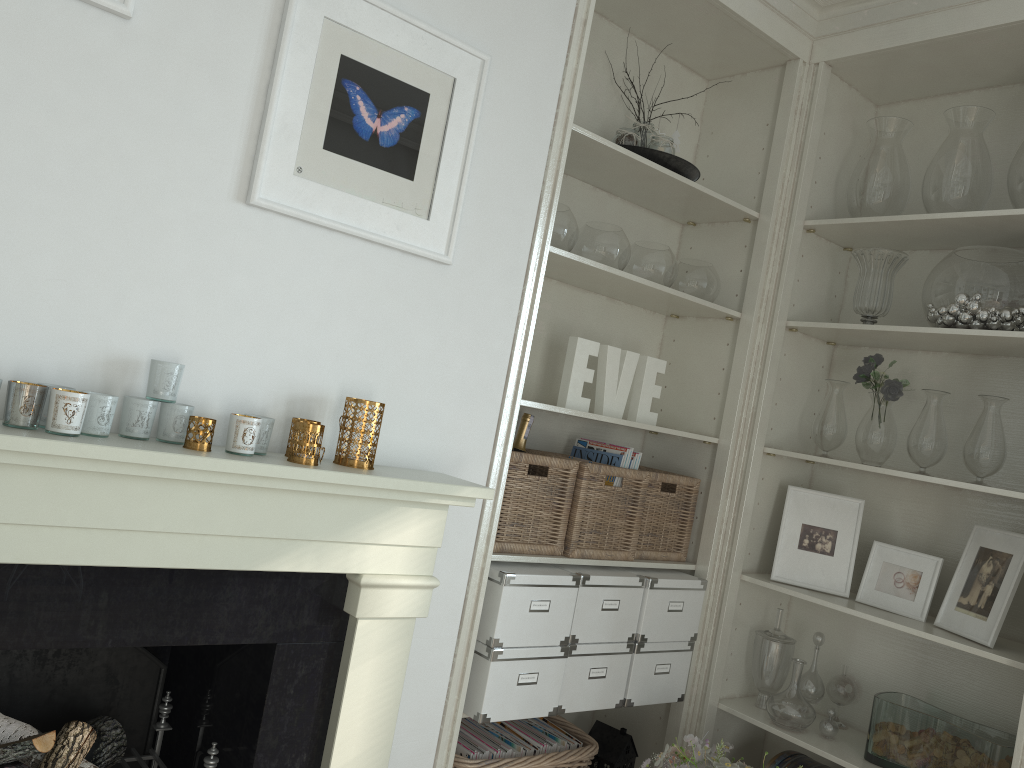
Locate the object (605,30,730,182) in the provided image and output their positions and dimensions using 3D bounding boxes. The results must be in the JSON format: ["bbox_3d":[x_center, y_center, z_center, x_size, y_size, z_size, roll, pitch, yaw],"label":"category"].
[{"bbox_3d":[0.443,-0.864,2.718,0.457,0.485,0.399,11,-2,1],"label":"object"}]

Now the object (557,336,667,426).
[{"bbox_3d":[0.307,-0.002,2.661,0.393,0.207,0.039,12,-2,-39],"label":"object"}]

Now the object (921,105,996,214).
[{"bbox_3d":[1.344,-0.634,2.665,0.193,0.362,0.193,10,-2,34],"label":"object"}]

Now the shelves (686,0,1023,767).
[{"bbox_3d":[1.190,0.213,2.572,0.399,2.523,0.972,12,-2,-39],"label":"shelves"}]

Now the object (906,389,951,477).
[{"bbox_3d":[1.223,0.145,2.602,0.110,0.251,0.110,10,-2,23],"label":"object"}]

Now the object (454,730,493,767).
[{"bbox_3d":[-0.179,1.076,2.449,0.088,0.238,0.274,12,-2,-39],"label":"object"}]

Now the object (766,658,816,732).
[{"bbox_3d":[0.850,0.934,2.678,0.148,0.200,0.148,10,-2,18],"label":"object"}]

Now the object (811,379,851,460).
[{"bbox_3d":[1.025,0.115,2.848,0.110,0.251,0.110,10,-2,23],"label":"object"}]

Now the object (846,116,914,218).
[{"bbox_3d":[1.184,-0.658,2.851,0.193,0.362,0.193,10,-2,34],"label":"object"}]

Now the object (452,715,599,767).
[{"bbox_3d":[-0.055,1.114,2.545,0.554,0.263,0.408,12,-2,-39],"label":"object"}]

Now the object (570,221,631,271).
[{"bbox_3d":[0.258,-0.394,2.605,0.185,0.140,0.185,11,-2,-19],"label":"object"}]

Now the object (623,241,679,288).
[{"bbox_3d":[0.421,-0.360,2.741,0.185,0.140,0.185,11,-2,-19],"label":"object"}]

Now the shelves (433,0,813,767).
[{"bbox_3d":[0.242,0.038,2.665,0.992,2.523,0.399,12,-2,-39],"label":"shelves"}]

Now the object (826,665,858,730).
[{"bbox_3d":[1.033,0.978,2.788,0.094,0.188,0.094,11,-2,3],"label":"object"}]

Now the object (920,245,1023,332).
[{"bbox_3d":[1.346,-0.248,2.531,0.329,0.249,0.329,10,-2,26],"label":"object"}]

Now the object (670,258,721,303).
[{"bbox_3d":[0.584,-0.325,2.877,0.185,0.140,0.185,11,-2,-19],"label":"object"}]

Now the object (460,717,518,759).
[{"bbox_3d":[-0.118,1.088,2.489,0.088,0.238,0.274,12,-2,-39],"label":"object"}]

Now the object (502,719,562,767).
[{"bbox_3d":[0.009,1.115,2.595,0.088,0.238,0.274,12,-2,-39],"label":"object"}]

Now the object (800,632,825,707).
[{"bbox_3d":[0.953,0.921,2.812,0.088,0.271,0.088,12,-2,-34],"label":"object"}]

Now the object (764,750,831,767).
[{"bbox_3d":[0.956,1.285,2.518,0.290,0.297,0.475,12,-2,-39],"label":"object"}]

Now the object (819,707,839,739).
[{"bbox_3d":[0.944,1.006,2.634,0.056,0.090,0.056,11,-2,-8],"label":"object"}]

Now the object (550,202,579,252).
[{"bbox_3d":[0.094,-0.429,2.470,0.185,0.140,0.185,11,-2,-19],"label":"object"}]

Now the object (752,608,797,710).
[{"bbox_3d":[0.830,0.875,2.831,0.129,0.315,0.129,12,-2,-34],"label":"object"}]

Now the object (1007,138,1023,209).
[{"bbox_3d":[1.486,-0.613,2.452,0.193,0.362,0.193,10,-2,34],"label":"object"}]

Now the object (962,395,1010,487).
[{"bbox_3d":[1.324,0.161,2.476,0.110,0.251,0.110,10,-2,23],"label":"object"}]

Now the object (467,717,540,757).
[{"bbox_3d":[-0.056,1.101,2.541,0.088,0.238,0.274,12,-2,-40],"label":"object"}]

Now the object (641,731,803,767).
[{"bbox_3d":[0.499,1.220,2.236,0.570,0.643,0.544,9,-2,42],"label":"object"}]

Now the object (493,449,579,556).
[{"bbox_3d":[-0.024,0.314,2.502,0.276,0.270,0.275,12,-2,-39],"label":"object"}]

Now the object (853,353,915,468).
[{"bbox_3d":[1.132,0.080,2.741,0.166,0.355,0.206,11,-2,0],"label":"object"}]

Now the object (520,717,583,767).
[{"bbox_3d":[0.071,1.128,2.647,0.088,0.238,0.274,12,-2,-40],"label":"object"}]

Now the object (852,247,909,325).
[{"bbox_3d":[1.133,-0.284,2.777,0.168,0.256,0.168,10,-2,9],"label":"object"}]

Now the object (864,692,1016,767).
[{"bbox_3d":[1.175,0.997,2.413,0.171,0.180,0.387,12,-2,-39],"label":"object"}]
